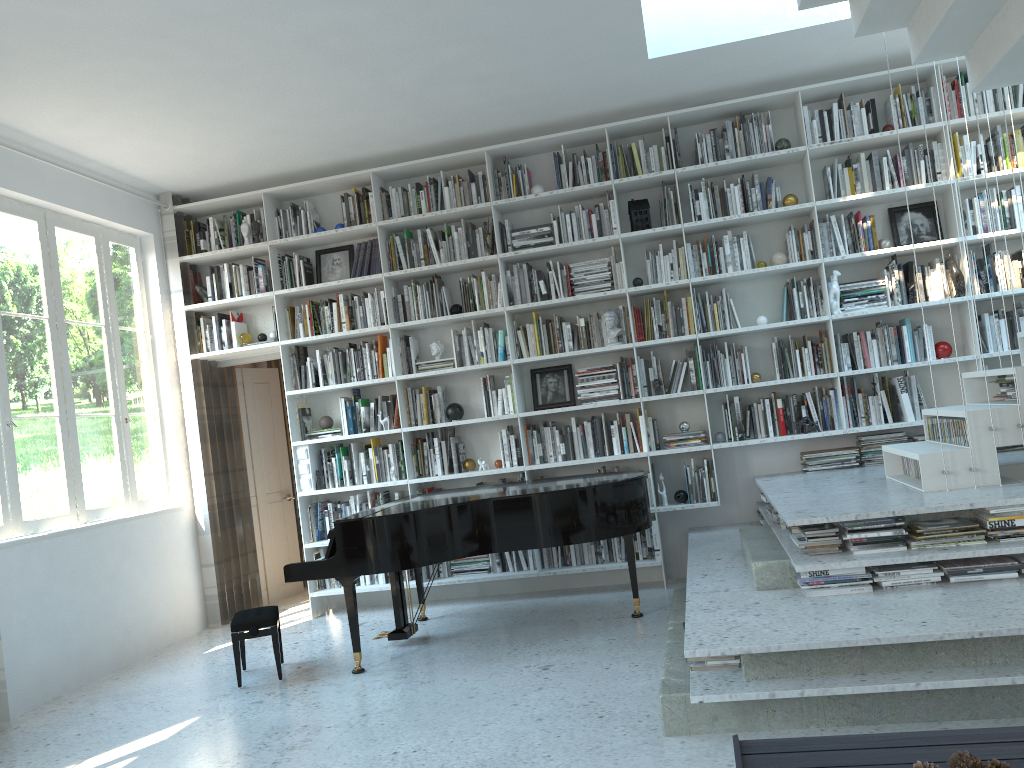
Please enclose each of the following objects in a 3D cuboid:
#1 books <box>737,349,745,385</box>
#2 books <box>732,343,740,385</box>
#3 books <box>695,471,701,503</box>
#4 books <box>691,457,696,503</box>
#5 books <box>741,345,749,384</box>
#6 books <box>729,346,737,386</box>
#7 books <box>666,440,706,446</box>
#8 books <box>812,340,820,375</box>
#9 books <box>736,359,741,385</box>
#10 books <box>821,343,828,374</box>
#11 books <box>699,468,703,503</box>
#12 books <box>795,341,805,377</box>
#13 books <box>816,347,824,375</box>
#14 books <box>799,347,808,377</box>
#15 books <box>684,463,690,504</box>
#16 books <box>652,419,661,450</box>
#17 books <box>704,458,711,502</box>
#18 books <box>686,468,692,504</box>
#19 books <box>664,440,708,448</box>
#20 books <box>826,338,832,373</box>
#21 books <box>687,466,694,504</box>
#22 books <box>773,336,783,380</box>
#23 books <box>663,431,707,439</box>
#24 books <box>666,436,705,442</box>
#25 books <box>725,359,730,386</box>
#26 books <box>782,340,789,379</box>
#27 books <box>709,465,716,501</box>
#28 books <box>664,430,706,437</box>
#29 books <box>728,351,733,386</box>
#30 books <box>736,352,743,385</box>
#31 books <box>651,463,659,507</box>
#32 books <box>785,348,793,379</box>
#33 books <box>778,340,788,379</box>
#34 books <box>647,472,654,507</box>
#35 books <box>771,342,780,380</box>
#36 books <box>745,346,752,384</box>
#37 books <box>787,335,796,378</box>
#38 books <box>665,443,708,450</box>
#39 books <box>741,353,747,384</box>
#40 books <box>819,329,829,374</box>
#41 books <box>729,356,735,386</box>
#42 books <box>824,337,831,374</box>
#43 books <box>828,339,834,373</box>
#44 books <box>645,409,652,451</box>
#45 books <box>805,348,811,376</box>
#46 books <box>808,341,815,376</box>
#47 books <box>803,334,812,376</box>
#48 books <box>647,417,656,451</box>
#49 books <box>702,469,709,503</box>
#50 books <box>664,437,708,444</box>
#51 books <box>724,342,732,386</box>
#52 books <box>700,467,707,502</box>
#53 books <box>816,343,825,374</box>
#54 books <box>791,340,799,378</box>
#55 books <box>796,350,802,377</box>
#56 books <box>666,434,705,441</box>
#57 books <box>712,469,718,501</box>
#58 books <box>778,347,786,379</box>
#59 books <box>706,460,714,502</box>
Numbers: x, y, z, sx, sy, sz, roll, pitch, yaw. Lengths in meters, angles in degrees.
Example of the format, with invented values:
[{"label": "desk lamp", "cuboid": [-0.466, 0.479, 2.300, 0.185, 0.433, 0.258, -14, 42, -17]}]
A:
[{"label": "books", "cuboid": [1.541, -0.112, 5.968, 0.015, 0.238, 0.176, -8, -2, 11]}, {"label": "books", "cuboid": [1.510, -0.131, 5.984, 0.006, 0.285, 0.159, -8, -2, 11]}, {"label": "books", "cuboid": [1.245, 0.687, 5.940, 0.013, 0.202, 0.139, -8, -2, 11]}, {"label": "books", "cuboid": [1.218, 0.642, 5.948, 0.032, 0.300, 0.149, -8, -2, 11]}, {"label": "books", "cuboid": [1.568, -0.127, 5.964, 0.014, 0.261, 0.142, -8, -2, 11]}, {"label": "books", "cuboid": [1.489, -0.120, 5.972, 0.012, 0.267, 0.183, -8, -2, 11]}, {"label": "books", "cuboid": [1.177, 0.394, 5.986, 0.254, 0.012, 0.161, -8, -3, 17]}, {"label": "books", "cuboid": [2.007, -0.172, 5.877, 0.021, 0.231, 0.155, -8, -2, 11]}, {"label": "books", "cuboid": [1.526, -0.080, 5.979, 0.013, 0.179, 0.140, -8, -2, 11]}, {"label": "books", "cuboid": [2.055, -0.165, 5.859, 0.013, 0.203, 0.158, -8, -2, 11]}, {"label": "books", "cuboid": [1.258, 0.673, 5.912, 0.026, 0.224, 0.175, -8, -2, 11]}, {"label": "books", "cuboid": [1.912, -0.165, 5.905, 0.030, 0.244, 0.135, -8, -2, 11]}, {"label": "books", "cuboid": [2.023, -0.149, 5.847, 0.016, 0.180, 0.189, -8, -2, 11]}, {"label": "books", "cuboid": [1.933, -0.144, 5.881, 0.015, 0.195, 0.175, -8, -2, 11]}, {"label": "books", "cuboid": [1.174, 0.666, 5.946, 0.005, 0.264, 0.162, -8, -2, 11]}, {"label": "books", "cuboid": [0.992, 0.346, 6.090, 0.030, 0.210, 0.136, -8, -2, 11]}, {"label": "books", "cuboid": [1.301, 0.638, 5.911, 0.021, 0.285, 0.172, -8, -2, 11]}, {"label": "books", "cuboid": [1.186, 0.682, 5.952, 0.012, 0.229, 0.129, -8, -2, 11]}, {"label": "books", "cuboid": [1.179, 0.406, 5.988, 0.285, 0.012, 0.159, -8, -3, 16]}, {"label": "books", "cuboid": [2.092, -0.185, 5.876, 0.007, 0.235, 0.131, -8, -2, 11]}, {"label": "books", "cuboid": [1.195, 0.672, 5.933, 0.014, 0.245, 0.176, -8, -2, 11]}, {"label": "books", "cuboid": [1.778, -0.170, 5.938, 0.016, 0.289, 0.131, -8, -2, 11]}, {"label": "books", "cuboid": [1.171, 0.345, 5.988, 0.285, 0.012, 0.159, -8, -3, 15]}, {"label": "books", "cuboid": [1.174, 0.370, 5.989, 0.254, 0.012, 0.161, -8, -3, 16]}, {"label": "books", "cuboid": [1.449, -0.074, 5.976, 0.013, 0.186, 0.184, -8, -2, 11]}, {"label": "books", "cuboid": [1.818, -0.160, 5.915, 0.008, 0.259, 0.158, -8, -2, 11]}, {"label": "books", "cuboid": [1.336, 0.659, 5.911, 0.013, 0.233, 0.149, -8, -2, 11]}, {"label": "books", "cuboid": [1.167, 0.333, 5.982, 0.254, 0.012, 0.161, -8, -3, 20]}, {"label": "books", "cuboid": [1.471, -0.107, 5.990, 0.007, 0.247, 0.153, -8, -2, 11]}, {"label": "books", "cuboid": [1.533, -0.103, 5.979, 0.008, 0.222, 0.133, -8, -2, 11]}, {"label": "books", "cuboid": [0.975, 0.684, 6.031, 0.012, 0.285, 0.159, -8, -2, 11]}, {"label": "books", "cuboid": [1.844, -0.137, 5.929, 0.031, 0.208, 0.122, -8, -2, 11]}, {"label": "books", "cuboid": [1.807, -0.160, 5.918, 0.015, 0.262, 0.149, -8, -2, 11]}, {"label": "books", "cuboid": [0.954, 0.715, 6.042, 0.025, 0.228, 0.133, -8, -2, 11]}, {"label": "books", "cuboid": [1.761, -0.149, 5.928, 0.019, 0.251, 0.130, -8, -2, 11]}, {"label": "books", "cuboid": [1.582, -0.124, 5.962, 0.013, 0.251, 0.172, -8, -2, 11]}, {"label": "books", "cuboid": [1.861, -0.179, 5.912, 0.007, 0.285, 0.159, -8, -2, 11]}, {"label": "books", "cuboid": [1.179, 0.417, 5.983, 0.285, 0.012, 0.159, -8, -3, 14]}, {"label": "books", "cuboid": [1.557, -0.099, 5.961, 0.014, 0.207, 0.180, -8, -2, 11]}, {"label": "books", "cuboid": [2.058, -0.212, 5.851, 0.007, 0.295, 0.162, -8, -2, 11]}, {"label": "books", "cuboid": [1.483, -0.086, 5.985, 0.013, 0.203, 0.167, -8, -2, 11]}, {"label": "books", "cuboid": [2.079, -0.186, 5.874, 0.019, 0.240, 0.134, -8, -2, 11]}, {"label": "books", "cuboid": [2.099, -0.180, 5.865, 0.009, 0.223, 0.146, -8, -2, 11]}, {"label": "books", "cuboid": [0.940, 0.315, 6.098, 0.012, 0.285, 0.159, -8, -2, 11]}, {"label": "books", "cuboid": [1.949, -0.140, 5.873, 0.019, 0.183, 0.190, -8, -2, 11]}, {"label": "books", "cuboid": [1.971, -0.166, 5.871, 0.018, 0.229, 0.182, -8, -2, 11]}, {"label": "books", "cuboid": [1.956, -0.187, 5.875, 0.006, 0.274, 0.173, -8, -2, 11]}, {"label": "books", "cuboid": [0.963, 0.340, 6.093, 0.027, 0.229, 0.141, -8, -2, 11]}, {"label": "books", "cuboid": [1.288, 0.676, 5.906, 0.011, 0.212, 0.178, -8, -2, 11]}, {"label": "books", "cuboid": [1.175, 0.382, 5.984, 0.285, 0.012, 0.159, -8, -3, 14]}, {"label": "books", "cuboid": [1.454, -0.130, 5.974, 0.014, 0.297, 0.175, -8, -2, 11]}, {"label": "books", "cuboid": [1.280, 0.671, 5.925, 0.012, 0.225, 0.149, -8, -2, 11]}, {"label": "books", "cuboid": [2.043, -0.163, 5.871, 0.016, 0.205, 0.141, -8, -2, 11]}, {"label": "books", "cuboid": [1.870, -0.164, 5.884, 0.018, 0.251, 0.184, -8, -2, 11]}, {"label": "books", "cuboid": [1.892, -0.132, 5.879, 0.018, 0.182, 0.182, -8, -2, 11]}, {"label": "books", "cuboid": [1.170, 0.357, 5.979, 0.254, 0.012, 0.161, -8, -3, 11]}, {"label": "books", "cuboid": [1.353, 0.671, 5.920, 0.012, 0.206, 0.160, -8, -2, 11]}, {"label": "books", "cuboid": [1.792, -0.135, 5.906, 0.016, 0.215, 0.177, -8, -2, 11]}, {"label": "books", "cuboid": [1.324, 0.643, 5.928, 0.015, 0.270, 0.157, -8, -2, 11]}]
